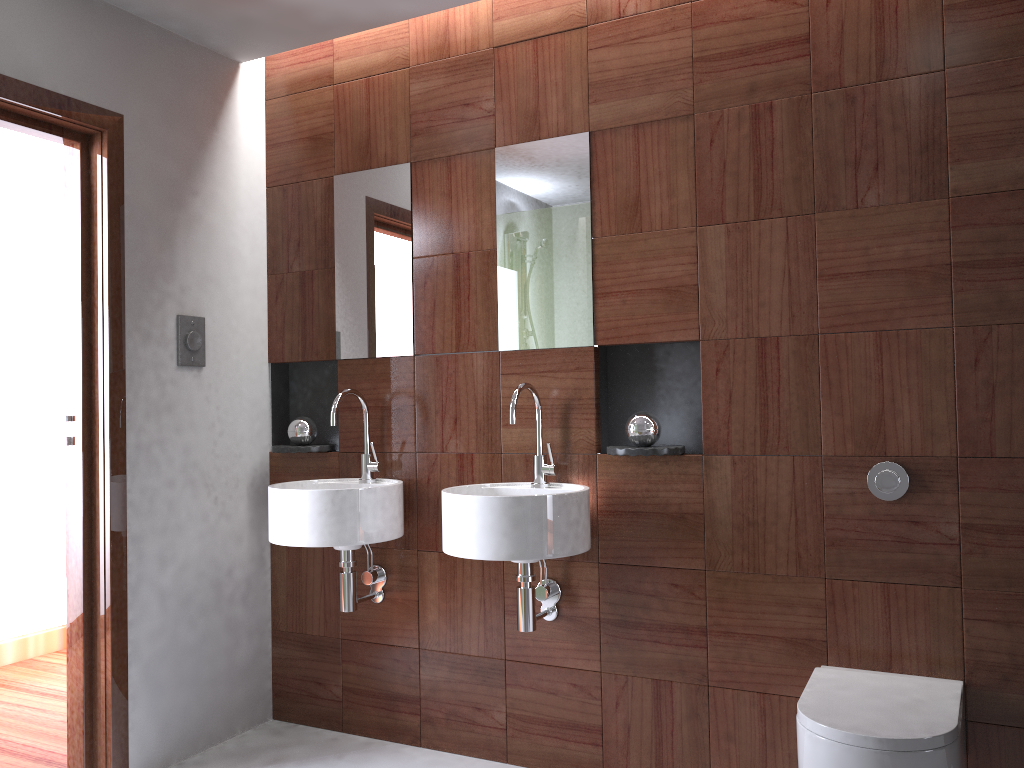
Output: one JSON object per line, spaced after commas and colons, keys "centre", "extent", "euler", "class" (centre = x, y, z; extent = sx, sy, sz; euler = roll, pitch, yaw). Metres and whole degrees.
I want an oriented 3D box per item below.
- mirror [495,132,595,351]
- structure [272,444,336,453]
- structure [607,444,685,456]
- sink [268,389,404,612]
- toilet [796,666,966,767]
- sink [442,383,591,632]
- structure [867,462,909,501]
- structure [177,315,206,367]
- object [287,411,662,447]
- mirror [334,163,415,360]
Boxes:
{"centre": [0.095, -0.425, 2.692], "extent": [0.316, 0.635, 0.010], "euler": [-2, -2, 27], "class": "mirror"}
{"centre": [-0.729, 0.226, 3.113], "extent": [0.222, 0.023, 0.220], "euler": [-1, -2, -13], "class": "structure"}
{"centre": [0.383, 0.189, 2.536], "extent": [0.220, 0.023, 0.222], "euler": [-2, -2, 17], "class": "structure"}
{"centre": [-0.549, 0.370, 2.782], "extent": [0.415, 0.715, 0.417], "euler": [-2, -2, 27], "class": "sink"}
{"centre": [0.826, 0.838, 1.982], "extent": [0.329, 0.284, 0.547], "euler": [-2, -2, 27], "class": "toilet"}
{"centre": [0.012, 0.352, 2.491], "extent": [0.415, 0.715, 0.417], "euler": [-2, -2, 27], "class": "sink"}
{"centre": [0.940, 0.244, 2.219], "extent": [0.098, 0.098, 0.034], "euler": [-2, -2, 27], "class": "structure"}
{"centre": [-1.036, -0.139, 2.872], "extent": [0.028, 0.164, 0.109], "euler": [-2, -2, 27], "class": "structure"}
{"centre": [-0.179, 0.147, 2.814], "extent": [1.350, 0.104, 0.104], "euler": [-2, -2, 27], "class": "object"}
{"centre": [-0.467, -0.406, 2.984], "extent": [0.316, 0.635, 0.010], "euler": [-2, -2, 27], "class": "mirror"}
